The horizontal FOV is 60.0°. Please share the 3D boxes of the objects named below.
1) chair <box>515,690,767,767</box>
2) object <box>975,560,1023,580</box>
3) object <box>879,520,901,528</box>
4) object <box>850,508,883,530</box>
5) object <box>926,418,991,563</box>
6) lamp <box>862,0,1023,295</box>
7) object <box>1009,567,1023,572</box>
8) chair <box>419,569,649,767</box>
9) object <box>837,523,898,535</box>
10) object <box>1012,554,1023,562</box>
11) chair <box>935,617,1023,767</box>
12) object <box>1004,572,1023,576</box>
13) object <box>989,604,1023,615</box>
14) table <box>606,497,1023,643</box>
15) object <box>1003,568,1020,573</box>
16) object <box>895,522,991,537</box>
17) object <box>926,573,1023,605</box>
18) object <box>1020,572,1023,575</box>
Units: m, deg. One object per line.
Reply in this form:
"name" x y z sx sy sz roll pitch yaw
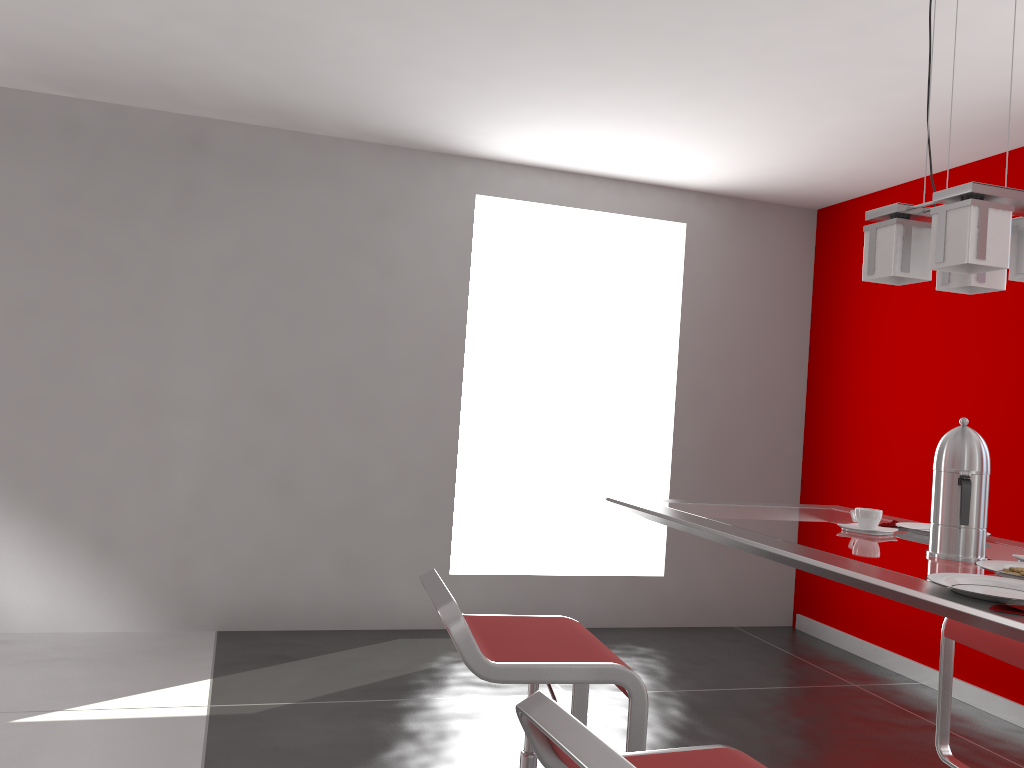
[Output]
"chair" 0.252 0.868 1.151 0.460 0.857 0.418 4 -1 -22
"object" 0.957 0.346 1.600 0.217 0.015 0.217 3 -1 20
"object" 1.031 0.370 2.339 0.234 0.012 0.095 4 -1 -18
"object" 0.865 0.329 2.160 0.062 0.049 0.078 4 -1 6
"object" 0.920 0.212 1.798 0.113 0.287 0.149 4 -1 -9
"lamp" 0.993 -0.728 1.871 0.304 1.025 0.304 4 -1 -17
"object" 0.932 0.340 1.621 0.034 0.006 0.036 4 -1 7
"chair" 0.013 0.870 1.952 0.460 0.857 0.418 4 -1 -12
"object" 0.863 0.353 2.152 0.119 0.016 0.119 5 -2 -37
"object" 1.084 0.359 1.780 0.119 0.016 0.119 4 -1 -19
"chair" 1.519 0.986 2.503 0.460 0.857 0.418 4 -1 -9
"object" 0.908 0.344 1.601 0.034 0.006 0.036 4 -1 -17
"object" 0.811 0.330 1.276 0.234 0.012 0.095 4 -1 -17
"table" 0.871 0.855 1.886 0.800 1.000 1.700 4 -1 -17
"object" 0.931 0.347 1.640 0.036 0.006 0.034 4 -1 5
"object" 1.069 0.368 2.206 0.217 0.015 0.217 4 -1 7
"object" 0.777 0.329 1.409 0.217 0.015 0.217 3 -1 19
"object" 0.928 0.339 1.579 0.036 0.006 0.034 5 -2 -29
